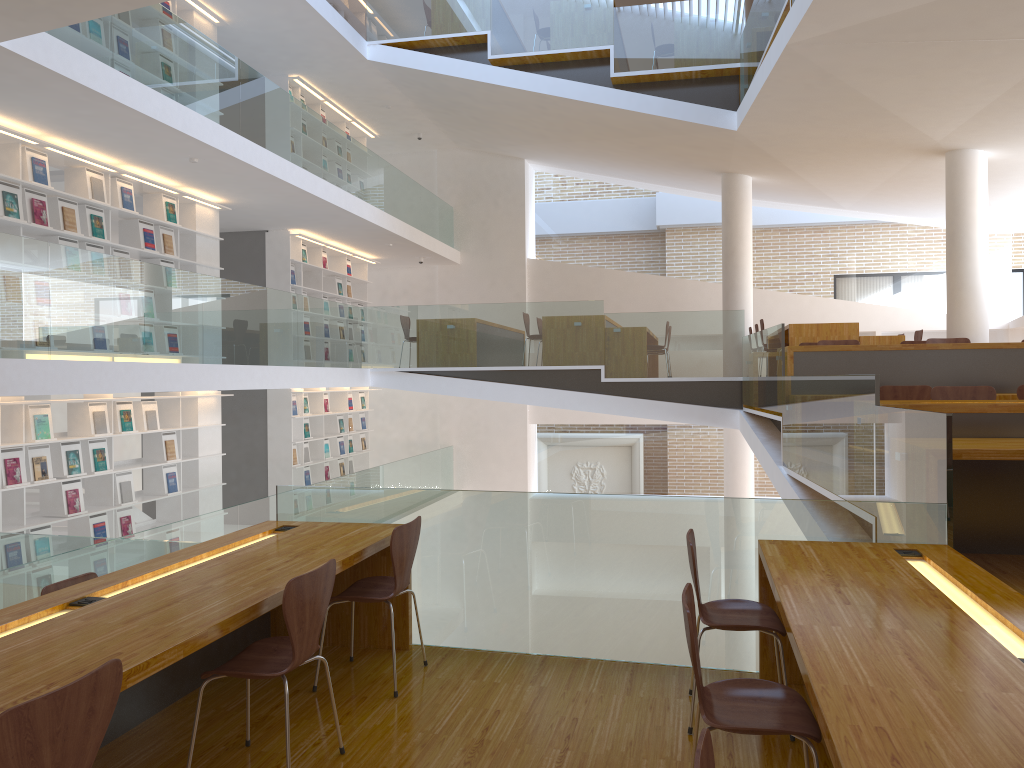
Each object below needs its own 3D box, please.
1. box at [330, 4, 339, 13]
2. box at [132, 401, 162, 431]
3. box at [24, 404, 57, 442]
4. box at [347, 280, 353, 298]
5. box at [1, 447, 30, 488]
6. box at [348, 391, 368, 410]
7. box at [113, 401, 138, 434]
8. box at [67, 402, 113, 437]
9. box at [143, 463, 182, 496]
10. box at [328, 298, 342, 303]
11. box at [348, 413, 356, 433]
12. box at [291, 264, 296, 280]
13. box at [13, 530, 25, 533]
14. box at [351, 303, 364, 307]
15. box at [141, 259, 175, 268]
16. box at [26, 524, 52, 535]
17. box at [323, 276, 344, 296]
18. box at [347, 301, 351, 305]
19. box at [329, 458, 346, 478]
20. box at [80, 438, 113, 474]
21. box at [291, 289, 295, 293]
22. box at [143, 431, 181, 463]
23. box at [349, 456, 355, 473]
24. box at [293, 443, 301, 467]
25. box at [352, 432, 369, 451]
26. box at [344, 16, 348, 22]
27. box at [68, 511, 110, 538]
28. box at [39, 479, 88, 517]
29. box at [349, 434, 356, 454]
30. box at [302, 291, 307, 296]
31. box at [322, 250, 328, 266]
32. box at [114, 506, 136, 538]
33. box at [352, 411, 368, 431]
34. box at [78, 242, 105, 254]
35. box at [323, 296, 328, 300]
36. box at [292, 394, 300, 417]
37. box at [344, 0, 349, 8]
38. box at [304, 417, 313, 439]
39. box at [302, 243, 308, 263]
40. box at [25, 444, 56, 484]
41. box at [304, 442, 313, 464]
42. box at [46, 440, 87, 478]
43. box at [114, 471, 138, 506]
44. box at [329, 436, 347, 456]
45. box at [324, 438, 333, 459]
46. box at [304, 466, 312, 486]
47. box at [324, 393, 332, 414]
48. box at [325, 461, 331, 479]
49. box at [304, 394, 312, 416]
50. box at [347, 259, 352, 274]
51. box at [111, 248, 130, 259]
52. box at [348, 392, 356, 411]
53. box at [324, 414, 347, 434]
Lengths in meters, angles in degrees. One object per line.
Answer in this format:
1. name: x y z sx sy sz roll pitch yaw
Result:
1. box: -2.726 -5.520 13.358 0.274 0.296 0.245 0 0 12
2. box: -4.286 2.074 5.287 0.498 3.764 7.125 0 0 12
3. box: -3.904 0.316 7.207 0.274 0.296 0.245 0 0 12
4. box: -2.614 -1.462 13.733 0.274 0.296 0.245 0 0 12
5. box: -3.963 0.646 6.911 0.274 0.296 0.245 0 0 12
6. box: -2.490 0.267 14.256 0.274 0.296 0.245 0 0 12
7. box: -3.681 0.309 8.267 0.274 0.296 0.245 0 0 12
8. box: -3.758 0.312 7.902 0.274 0.296 0.245 0 0 12
9. box: -3.530 0.961 8.964 0.274 0.296 0.245 0 0 12
10. box: -2.685 -1.131 13.381 0.274 0.296 0.245 0 0 12
11. box: -2.594 0.599 13.744 0.274 0.296 0.245 0 0 12
12. box: -3.020 -1.448 11.795 0.274 0.296 0.245 0 0 12
13. box: -3.956 1.305 6.918 0.274 0.296 0.245 0 0 12
14. box: -2.503 -1.138 14.249 0.274 0.296 0.245 0 0 12
15. box: -3.549 -1.099 8.954 0.274 0.296 0.245 0 0 12
16. box: -3.895 1.303 7.208 0.274 0.296 0.245 0 0 12
17. box: -2.688 -1.459 13.379 0.274 0.296 0.245 0 0 12
18. box: -2.613 -1.133 13.725 0.274 0.296 0.245 0 0 12
19. box: -2.660 1.259 13.406 0.274 0.296 0.245 0 0 12
20. box: -3.756 0.640 7.897 0.274 0.296 0.245 0 0 12
21. box: -3.016 -1.119 11.803 0.274 0.296 0.245 0 0 12
22. box: -3.533 0.633 8.961 0.274 0.296 0.245 0 0 12
23. box: -2.586 1.256 13.757 0.274 0.296 0.245 0 0 12
24. box: -2.996 0.941 11.814 0.274 0.296 0.245 0 0 12
25. box: -2.481 0.923 14.273 0.274 0.296 0.245 0 0 12
26. box: -2.652 -5.524 13.713 0.274 0.296 0.245 0 0 12
27. box: -3.751 1.298 7.896 0.274 0.296 0.245 0 0 12
28. box: -3.823 0.964 7.566 0.274 0.296 0.245 0 0 12
29. box: -2.593 0.928 13.736 0.274 0.296 0.245 0 0 12
30. box: -2.939 -1.122 12.171 0.274 0.296 0.245 0 0 12
31. box: -2.804 -1.785 12.829 0.274 0.296 0.245 0 0 12
32. box: -3.674 1.295 8.263 0.274 0.296 0.245 0 0 12
33. box: -2.486 0.595 14.258 0.274 0.296 0.245 0 0 12
34. box: -3.774 -1.091 7.884 0.274 0.296 0.245 0 0 12
35. box: -2.795 -1.127 12.854 0.274 0.296 0.245 0 0 12
36. box: -3.002 0.287 11.811 0.274 0.296 0.245 0 0 12
37. box: -2.655 -5.851 13.711 0.274 0.296 0.245 0 0 12
38. box: -2.918 0.605 12.202 0.274 0.296 0.245 0 0 12
39. box: -2.945 -1.779 12.166 0.274 0.296 0.245 0 0 12
40. box: -3.913 0.646 7.211 0.274 0.296 0.245 0 0 12
41. box: -2.919 0.939 12.181 0.274 0.296 0.245 0 0 12
42. box: -3.827 0.636 7.559 0.274 0.296 0.245 0 0 12
43. box: -3.678 0.967 8.256 0.274 0.296 0.245 0 0 12
44. box: -2.666 0.930 13.391 0.274 0.296 0.245 0 0 12
45. box: -2.776 0.934 12.865 0.274 0.296 0.245 0 0 12
46. box: -2.908 1.267 12.221 0.274 0.296 0.245 0 0 12
47. box: -2.784 0.276 12.840 0.274 0.296 0.245 0 0 12
48. box: -2.776 1.263 12.853 0.274 0.296 0.245 0 0 12
49. box: -2.926 0.282 12.176 0.274 0.296 0.245 0 0 12
50. box: -2.617 -1.790 13.732 0.274 0.296 0.245 0 0 12
51. box: -3.698 -1.094 8.245 0.274 0.296 0.245 0 0 12
52. box: -2.597 0.271 13.742 0.274 0.296 0.245 0 0 12
53. box: -2.669 0.602 13.390 0.274 0.296 0.245 0 0 12
